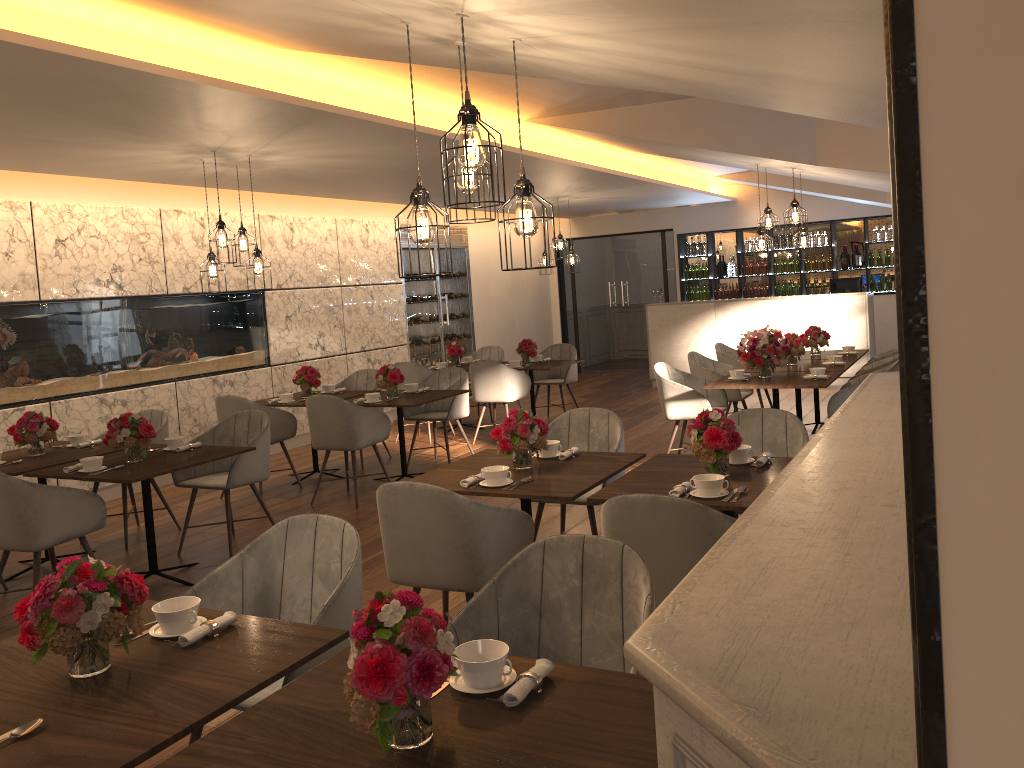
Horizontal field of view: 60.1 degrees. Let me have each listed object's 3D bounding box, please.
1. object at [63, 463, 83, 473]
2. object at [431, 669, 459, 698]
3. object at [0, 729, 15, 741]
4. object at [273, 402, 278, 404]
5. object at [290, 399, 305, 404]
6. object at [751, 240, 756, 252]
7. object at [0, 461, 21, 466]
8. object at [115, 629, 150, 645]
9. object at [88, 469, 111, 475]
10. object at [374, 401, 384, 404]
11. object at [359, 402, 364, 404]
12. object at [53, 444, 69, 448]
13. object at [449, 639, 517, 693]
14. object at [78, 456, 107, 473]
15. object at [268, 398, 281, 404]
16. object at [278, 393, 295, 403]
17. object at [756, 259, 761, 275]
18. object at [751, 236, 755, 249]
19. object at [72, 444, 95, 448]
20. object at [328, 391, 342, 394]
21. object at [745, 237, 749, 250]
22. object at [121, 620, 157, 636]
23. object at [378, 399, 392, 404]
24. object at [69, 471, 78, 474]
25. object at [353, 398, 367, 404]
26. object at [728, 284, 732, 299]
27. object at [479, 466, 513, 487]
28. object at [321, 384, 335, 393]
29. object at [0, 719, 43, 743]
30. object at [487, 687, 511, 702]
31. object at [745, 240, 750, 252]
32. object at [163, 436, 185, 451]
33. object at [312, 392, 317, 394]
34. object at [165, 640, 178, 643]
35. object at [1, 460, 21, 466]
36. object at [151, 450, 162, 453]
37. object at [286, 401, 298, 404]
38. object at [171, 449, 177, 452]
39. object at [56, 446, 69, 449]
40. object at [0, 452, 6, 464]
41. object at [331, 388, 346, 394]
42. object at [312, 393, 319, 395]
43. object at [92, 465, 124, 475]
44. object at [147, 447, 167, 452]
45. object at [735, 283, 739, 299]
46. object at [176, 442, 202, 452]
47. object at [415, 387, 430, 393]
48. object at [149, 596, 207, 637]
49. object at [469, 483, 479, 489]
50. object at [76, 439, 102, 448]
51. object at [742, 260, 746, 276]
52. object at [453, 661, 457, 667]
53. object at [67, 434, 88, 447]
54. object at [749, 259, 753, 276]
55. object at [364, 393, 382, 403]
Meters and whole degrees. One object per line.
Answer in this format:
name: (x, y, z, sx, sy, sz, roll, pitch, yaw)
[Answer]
object: (-2.427, 0.465, 4.963, 0.056, 0.039, 0.176, -1, 7, 28)
object: (-0.144, 0.657, 1.952, 0.022, 0.004, 0.212, -1, 7, 28)
object: (-1.067, 0.736, 1.815, 0.022, 0.004, 0.212, -1, 7, 28)
object: (-2.005, 0.146, 7.656, 0.025, 0.024, 0.193, -1, 7, 28)
object: (-1.830, 0.148, 7.575, 0.043, 0.015, 0.198, -1, 7, 24)
object: (3.752, -2.150, 13.752, 0.070, 0.189, 0.041, -2, 4, 28)
object: (-3.055, 0.486, 5.329, 0.022, 0.004, 0.212, -1, 7, 28)
object: (-0.978, 0.666, 2.395, 0.022, 0.004, 0.212, -1, 7, 28)
object: (-2.244, 0.477, 4.898, 0.022, 0.004, 0.212, -1, 7, 28)
object: (-1.047, 0.145, 7.167, 0.022, 0.004, 0.212, -1, 7, 28)
object: (-1.194, 0.138, 7.225, 0.025, 0.024, 0.193, -1, 7, 28)
object: (-2.994, 0.410, 5.931, 0.043, 0.015, 0.198, -1, 7, 24)
object: (-0.065, 0.619, 1.937, 0.148, 0.072, 0.149, -4, 6, -4)
object: (-2.328, 0.447, 4.909, 0.148, 0.072, 0.149, -3, 6, 6)
object: (-2.040, 0.141, 7.664, 0.056, 0.039, 0.176, -1, 7, 28)
object: (-1.941, 0.123, 7.610, 0.148, 0.072, 0.148, -6, 6, -19)
object: (3.828, -1.822, 13.776, 0.065, 0.261, 0.066, -4, 3, 7)
object: (3.750, -2.186, 13.750, 0.069, 0.208, 0.040, -2, 4, 28)
object: (-2.820, 0.402, 5.849, 0.025, 0.024, 0.193, -1, 7, 28)
object: (-1.622, 0.069, 8.119, 0.025, 0.024, 0.193, -1, 7, 28)
object: (3.661, -2.185, 13.797, 0.069, 0.208, 0.040, -2, 4, 28)
object: (-0.999, 0.660, 2.414, 0.043, 0.015, 0.198, 0, 7, 32)
object: (-1.019, 0.140, 7.144, 0.043, 0.015, 0.198, -1, 7, 24)
object: (-2.392, 0.471, 4.956, 0.025, 0.024, 0.193, -1, 7, 28)
object: (-1.230, 0.132, 7.233, 0.056, 0.039, 0.176, -1, 7, 28)
object: (3.449, -1.457, 14.009, 0.065, 0.261, 0.066, -4, 3, 7)
object: (-0.071, 0.406, 3.873, 0.148, 0.072, 0.149, -4, 6, -4)
object: (-1.689, 0.045, 8.163, 0.148, 0.072, 0.148, -6, 6, -19)
object: (-1.040, 0.731, 1.792, 0.043, 0.015, 0.198, -1, 7, 24)
object: (0.002, 0.643, 1.893, 0.025, 0.024, 0.193, -1, 7, 28)
object: (3.663, -2.149, 13.799, 0.070, 0.189, 0.041, -2, 4, 28)
object: (-2.076, 0.369, 5.463, 0.148, 0.072, 0.149, -3, 6, 6)
object: (-1.796, 0.077, 8.201, 0.043, 0.015, 0.198, -1, 7, 24)
object: (-0.832, 0.652, 2.336, 0.025, 0.024, 0.193, -1, 7, 28)
object: (-3.034, 0.481, 5.309, 0.043, 0.015, 0.198, 0, 7, 32)
object: (-2.155, 0.407, 5.478, 0.022, 0.004, 0.212, -1, 7, 28)
object: (-1.858, 0.153, 7.598, 0.022, 0.004, 0.212, -1, 7, 28)
object: (-2.009, 0.393, 5.419, 0.025, 0.024, 0.193, -1, 7, 28)
object: (-2.966, 0.416, 5.909, 0.022, 0.004, 0.212, -1, 7, 28)
object: (-3.139, 0.456, 5.340, 0.148, 0.072, 0.149, -3, 6, 6)
object: (-1.588, 0.060, 8.111, 0.056, 0.039, 0.176, -1, 7, 28)
object: (-1.768, 0.083, 8.178, 0.022, 0.004, 0.212, -1, 7, 28)
object: (-2.217, 0.472, 4.875, 0.043, 0.015, 0.198, -1, 7, 24)
object: (-2.183, 0.401, 5.500, 0.043, 0.015, 0.198, -1, 7, 24)
object: (3.547, -1.458, 13.957, 0.065, 0.261, 0.066, -4, 3, 7)
object: (-1.974, 0.385, 5.411, 0.056, 0.039, 0.176, -1, 7, 28)
object: (-0.777, 0.052, 7.680, 0.056, 0.039, 0.176, -1, 7, 28)
object: (-0.899, 0.627, 2.380, 0.148, 0.072, 0.149, -4, 6, -4)
object: (-0.135, 0.429, 3.920, 0.025, 0.024, 0.193, -1, 7, 28)
object: (-2.785, 0.393, 5.841, 0.056, 0.039, 0.176, -1, 7, 28)
object: (3.633, -1.820, 13.880, 0.065, 0.261, 0.066, -4, 3, 7)
object: (-0.165, 0.651, 1.971, 0.043, 0.015, 0.198, 0, 7, 32)
object: (-2.887, 0.377, 5.894, 0.148, 0.072, 0.149, -3, 6, 6)
object: (3.730, -1.821, 13.828, 0.065, 0.261, 0.066, -4, 3, 7)
object: (-1.130, 0.115, 7.179, 0.148, 0.072, 0.148, -6, 6, -19)
